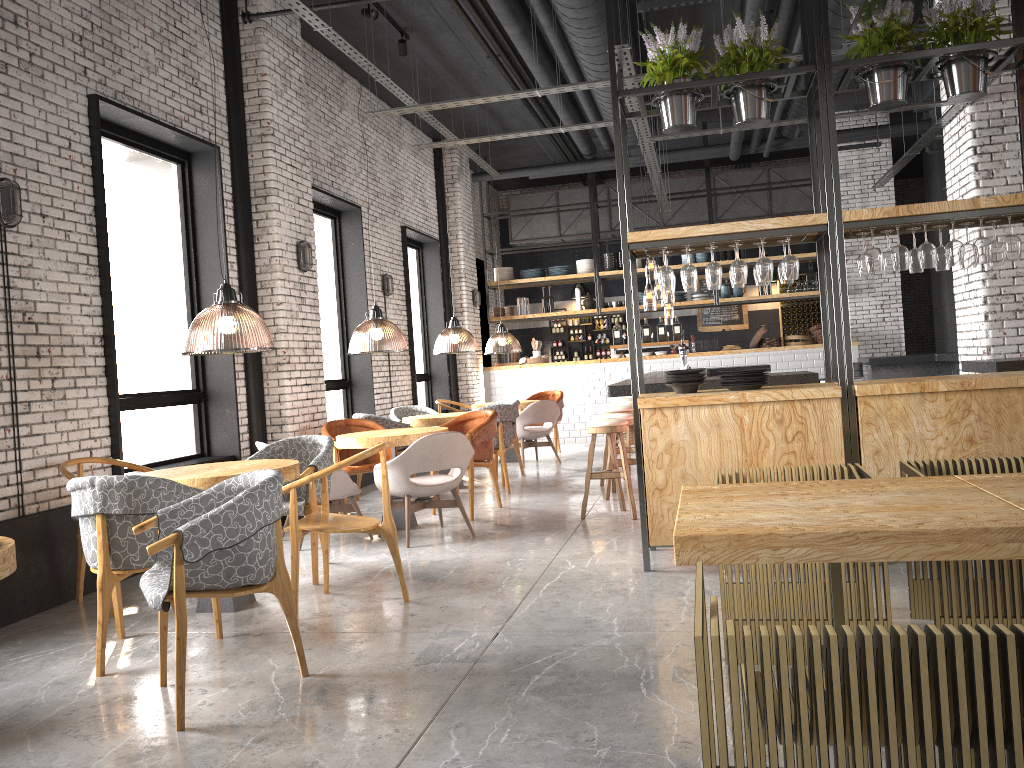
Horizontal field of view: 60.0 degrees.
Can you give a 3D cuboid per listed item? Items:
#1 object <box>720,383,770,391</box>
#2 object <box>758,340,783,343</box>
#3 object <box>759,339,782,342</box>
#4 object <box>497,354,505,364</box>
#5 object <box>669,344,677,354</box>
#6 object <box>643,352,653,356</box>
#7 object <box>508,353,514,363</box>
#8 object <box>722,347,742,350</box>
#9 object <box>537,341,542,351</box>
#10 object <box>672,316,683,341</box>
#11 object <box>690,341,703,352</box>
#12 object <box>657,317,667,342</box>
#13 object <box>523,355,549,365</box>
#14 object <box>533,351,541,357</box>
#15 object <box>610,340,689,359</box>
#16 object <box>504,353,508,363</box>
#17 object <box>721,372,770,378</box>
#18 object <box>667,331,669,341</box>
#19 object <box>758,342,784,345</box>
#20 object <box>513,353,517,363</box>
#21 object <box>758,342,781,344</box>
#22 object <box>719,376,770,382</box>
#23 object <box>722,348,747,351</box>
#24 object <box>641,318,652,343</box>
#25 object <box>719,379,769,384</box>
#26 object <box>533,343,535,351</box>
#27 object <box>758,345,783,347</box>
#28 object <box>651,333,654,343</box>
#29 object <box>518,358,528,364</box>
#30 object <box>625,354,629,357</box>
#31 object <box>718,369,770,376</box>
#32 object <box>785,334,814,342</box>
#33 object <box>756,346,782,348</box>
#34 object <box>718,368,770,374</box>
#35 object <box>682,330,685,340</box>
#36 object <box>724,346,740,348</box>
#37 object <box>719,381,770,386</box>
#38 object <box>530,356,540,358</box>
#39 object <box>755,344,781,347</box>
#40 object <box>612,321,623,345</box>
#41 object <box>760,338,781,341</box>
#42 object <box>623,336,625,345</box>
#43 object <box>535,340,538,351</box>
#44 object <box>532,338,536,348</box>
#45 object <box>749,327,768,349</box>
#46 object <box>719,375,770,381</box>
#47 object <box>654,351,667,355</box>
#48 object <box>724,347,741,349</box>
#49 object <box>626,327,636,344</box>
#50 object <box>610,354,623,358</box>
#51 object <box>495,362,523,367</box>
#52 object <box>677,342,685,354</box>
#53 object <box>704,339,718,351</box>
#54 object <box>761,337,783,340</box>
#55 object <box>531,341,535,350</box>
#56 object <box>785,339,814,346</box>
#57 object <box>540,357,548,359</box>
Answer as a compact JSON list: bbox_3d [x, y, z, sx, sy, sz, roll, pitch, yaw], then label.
[{"bbox_3d":[1.424,0.019,5.424,0.306,0.035,0.305,-5,1,-40],"label":"object"},{"bbox_3d":[4.041,-0.662,13.958,0.458,0.019,0.406,-5,1,-35],"label":"object"},{"bbox_3d":[4.066,-0.680,13.954,0.407,0.019,0.458,-5,1,-35],"label":"object"},{"bbox_3d":[-0.200,-0.585,14.797,0.106,0.554,0.157,-4,0,12],"label":"object"},{"bbox_3d":[2.557,-0.554,14.058,0.112,0.165,0.122,-4,0,-44],"label":"object"},{"bbox_3d":[2.146,-0.472,14.136,0.216,0.056,0.324,-4,1,12],"label":"object"},{"bbox_3d":[-0.026,-0.503,14.775,0.070,0.368,0.107,-4,0,12],"label":"object"},{"bbox_3d":[3.495,-0.562,14.051,0.276,0.019,0.514,-4,1,17],"label":"object"},{"bbox_3d":[0.443,-0.539,14.751,0.123,0.358,0.076,-4,0,28],"label":"object"},{"bbox_3d":[2.672,-0.898,14.339,0.154,0.404,0.154,-4,0,12],"label":"object"},{"bbox_3d":[2.940,-0.602,14.128,0.181,0.168,0.170,-4,1,22],"label":"object"},{"bbox_3d":[2.429,-0.883,14.389,0.154,0.404,0.154,-4,0,12],"label":"object"},{"bbox_3d":[0.392,-0.394,14.640,0.437,0.157,0.419,-4,1,-15],"label":"object"},{"bbox_3d":[0.417,-0.447,14.760,0.129,0.204,0.129,-4,0,-42],"label":"object"},{"bbox_3d":[2.259,-0.393,14.437,1.249,0.551,0.315,-4,0,12],"label":"object"},{"bbox_3d":[-0.090,-0.499,14.788,0.070,0.368,0.107,-4,0,12],"label":"object"},{"bbox_3d":[1.420,-0.045,5.424,0.306,0.037,0.306,-4,1,14],"label":"object"},{"bbox_3d":[2.518,-0.766,14.292,0.024,0.164,0.062,-4,0,3],"label":"object"},{"bbox_3d":[4.054,-0.631,13.959,0.458,0.019,0.406,-4,1,-19],"label":"object"},{"bbox_3d":[0.057,-0.434,14.748,0.056,0.249,0.056,-4,0,-25],"label":"object"},{"bbox_3d":[4.024,-0.645,13.950,0.406,0.019,0.458,-3,1,26],"label":"object"},{"bbox_3d":[1.420,-0.015,5.424,0.306,0.046,0.305,-5,1,-30],"label":"object"},{"bbox_3d":[3.531,-0.547,13.996,0.458,0.019,0.406,-5,1,-36],"label":"object"},{"bbox_3d":[2.193,-0.867,14.445,0.154,0.404,0.154,-4,0,12],"label":"object"},{"bbox_3d":[1.422,-0.007,5.424,0.306,0.044,0.306,-4,1,13],"label":"object"},{"bbox_3d":[0.387,-0.512,14.755,0.071,0.328,0.052,-4,0,-32],"label":"object"},{"bbox_3d":[4.082,-0.600,13.945,0.407,0.019,0.458,-4,1,-15],"label":"object"},{"bbox_3d":[2.282,-0.751,14.367,0.031,0.164,0.046,-4,0,37],"label":"object"},{"bbox_3d":[0.256,-0.385,14.619,0.283,0.111,0.187,-5,1,-41],"label":"object"},{"bbox_3d":[1.908,-0.458,14.166,0.216,0.059,0.324,-4,1,12],"label":"object"},{"bbox_3d":[1.419,-0.057,5.425,0.305,0.048,0.306,-3,1,38],"label":"object"},{"bbox_3d":[4.481,-0.716,13.825,0.440,0.154,0.436,-5,1,-31],"label":"object"},{"bbox_3d":[4.068,-0.584,13.956,0.407,0.019,0.458,-5,1,-42],"label":"object"},{"bbox_3d":[1.419,-0.071,5.425,0.306,0.039,0.306,-4,1,-5],"label":"object"},{"bbox_3d":[2.754,-0.782,14.237,0.061,0.164,0.034,-4,0,-44],"label":"object"},{"bbox_3d":[3.494,-0.588,14.046,0.229,0.016,0.557,-4,1,18],"label":"object"},{"bbox_3d":[1.423,0.008,5.423,0.305,0.041,0.306,-3,1,30],"label":"object"},{"bbox_3d":[0.380,-0.418,14.535,0.160,0.078,0.160,-4,1,-10],"label":"object"},{"bbox_3d":[4.062,-0.615,13.957,0.458,0.019,0.407,-3,1,41],"label":"object"},{"bbox_3d":[1.730,-0.837,14.547,0.154,0.404,0.154,-4,0,12],"label":"object"},{"bbox_3d":[4.059,-0.696,13.957,0.407,0.019,0.458,-5,1,-44],"label":"object"},{"bbox_3d":[1.820,-0.721,14.446,0.032,0.164,0.080,-4,0,-16],"label":"object"},{"bbox_3d":[0.413,-0.540,14.709,0.033,0.370,0.137,-4,0,-21],"label":"object"},{"bbox_3d":[0.379,-0.628,14.815,0.017,0.289,0.090,-4,0,-41],"label":"object"},{"bbox_3d":[3.856,-0.725,13.890,0.242,0.338,0.488,-4,1,-2],"label":"object"},{"bbox_3d":[1.421,-0.030,5.423,0.306,0.042,0.305,-5,1,-30],"label":"object"},{"bbox_3d":[2.368,-0.488,14.070,0.216,0.060,0.324,-4,1,12],"label":"object"},{"bbox_3d":[3.486,-0.574,14.047,0.214,0.013,0.521,-4,1,8],"label":"object"},{"bbox_3d":[1.954,-0.852,14.489,0.154,0.404,0.154,-4,0,12],"label":"object"},{"bbox_3d":[1.683,-0.442,14.229,0.216,0.056,0.324,-4,1,12],"label":"object"},{"bbox_3d":[-0.047,-0.327,14.886,0.411,0.050,0.411,-4,1,12],"label":"object"},{"bbox_3d":[2.669,-0.572,13.962,0.128,0.189,0.123,-4,0,21],"label":"object"},{"bbox_3d":[3.181,-0.620,14.168,0.181,0.168,0.170,-4,0,-8],"label":"object"},{"bbox_3d":[4.040,-0.711,13.959,0.458,0.019,0.406,-5,1,-31],"label":"object"},{"bbox_3d":[0.372,-0.543,14.787,0.087,0.356,0.026,-4,0,35],"label":"object"},{"bbox_3d":[4.482,-0.649,13.822,0.436,0.097,0.437,-3,1,37],"label":"object"},{"bbox_3d":[0.511,-0.410,14.633,0.161,0.075,0.160,-4,1,-24],"label":"object"}]
